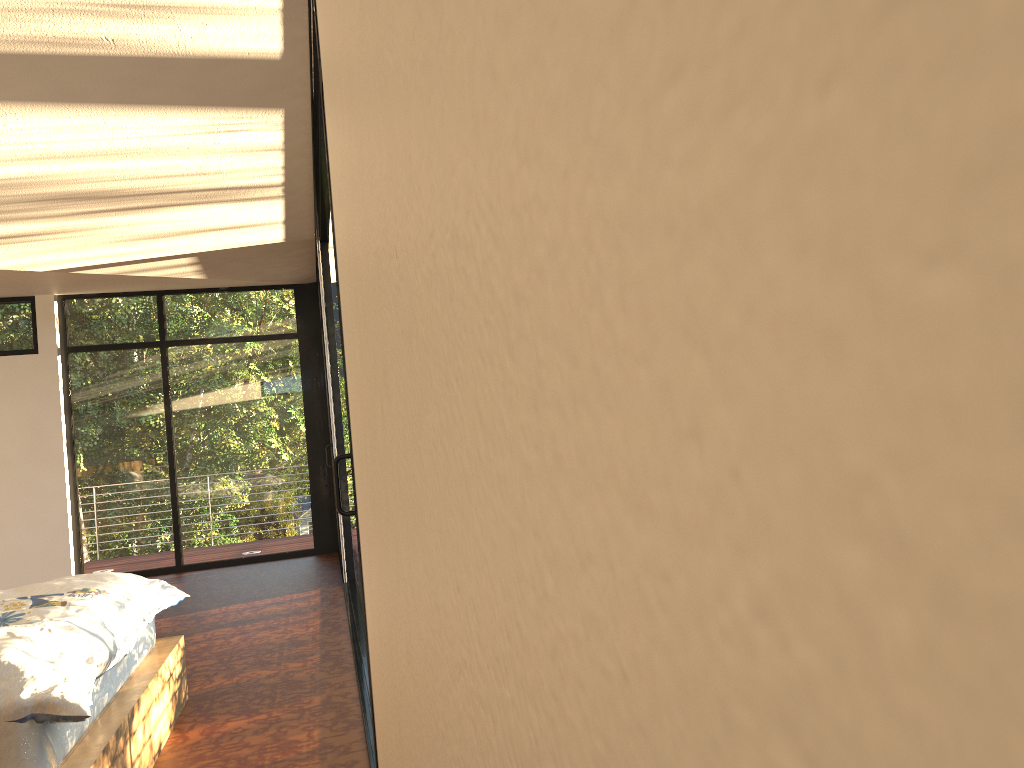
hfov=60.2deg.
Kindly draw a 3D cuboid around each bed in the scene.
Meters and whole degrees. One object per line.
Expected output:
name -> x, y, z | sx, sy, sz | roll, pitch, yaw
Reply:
bed -> -2.230, 1.014, 2.640 | 2.192, 0.712, 1.796 | -5, -3, -15

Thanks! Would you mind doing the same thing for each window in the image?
window -> -3.861, 0.251, 2.393 | 6.966, 2.515, 10.127 | -5, -2, -14
